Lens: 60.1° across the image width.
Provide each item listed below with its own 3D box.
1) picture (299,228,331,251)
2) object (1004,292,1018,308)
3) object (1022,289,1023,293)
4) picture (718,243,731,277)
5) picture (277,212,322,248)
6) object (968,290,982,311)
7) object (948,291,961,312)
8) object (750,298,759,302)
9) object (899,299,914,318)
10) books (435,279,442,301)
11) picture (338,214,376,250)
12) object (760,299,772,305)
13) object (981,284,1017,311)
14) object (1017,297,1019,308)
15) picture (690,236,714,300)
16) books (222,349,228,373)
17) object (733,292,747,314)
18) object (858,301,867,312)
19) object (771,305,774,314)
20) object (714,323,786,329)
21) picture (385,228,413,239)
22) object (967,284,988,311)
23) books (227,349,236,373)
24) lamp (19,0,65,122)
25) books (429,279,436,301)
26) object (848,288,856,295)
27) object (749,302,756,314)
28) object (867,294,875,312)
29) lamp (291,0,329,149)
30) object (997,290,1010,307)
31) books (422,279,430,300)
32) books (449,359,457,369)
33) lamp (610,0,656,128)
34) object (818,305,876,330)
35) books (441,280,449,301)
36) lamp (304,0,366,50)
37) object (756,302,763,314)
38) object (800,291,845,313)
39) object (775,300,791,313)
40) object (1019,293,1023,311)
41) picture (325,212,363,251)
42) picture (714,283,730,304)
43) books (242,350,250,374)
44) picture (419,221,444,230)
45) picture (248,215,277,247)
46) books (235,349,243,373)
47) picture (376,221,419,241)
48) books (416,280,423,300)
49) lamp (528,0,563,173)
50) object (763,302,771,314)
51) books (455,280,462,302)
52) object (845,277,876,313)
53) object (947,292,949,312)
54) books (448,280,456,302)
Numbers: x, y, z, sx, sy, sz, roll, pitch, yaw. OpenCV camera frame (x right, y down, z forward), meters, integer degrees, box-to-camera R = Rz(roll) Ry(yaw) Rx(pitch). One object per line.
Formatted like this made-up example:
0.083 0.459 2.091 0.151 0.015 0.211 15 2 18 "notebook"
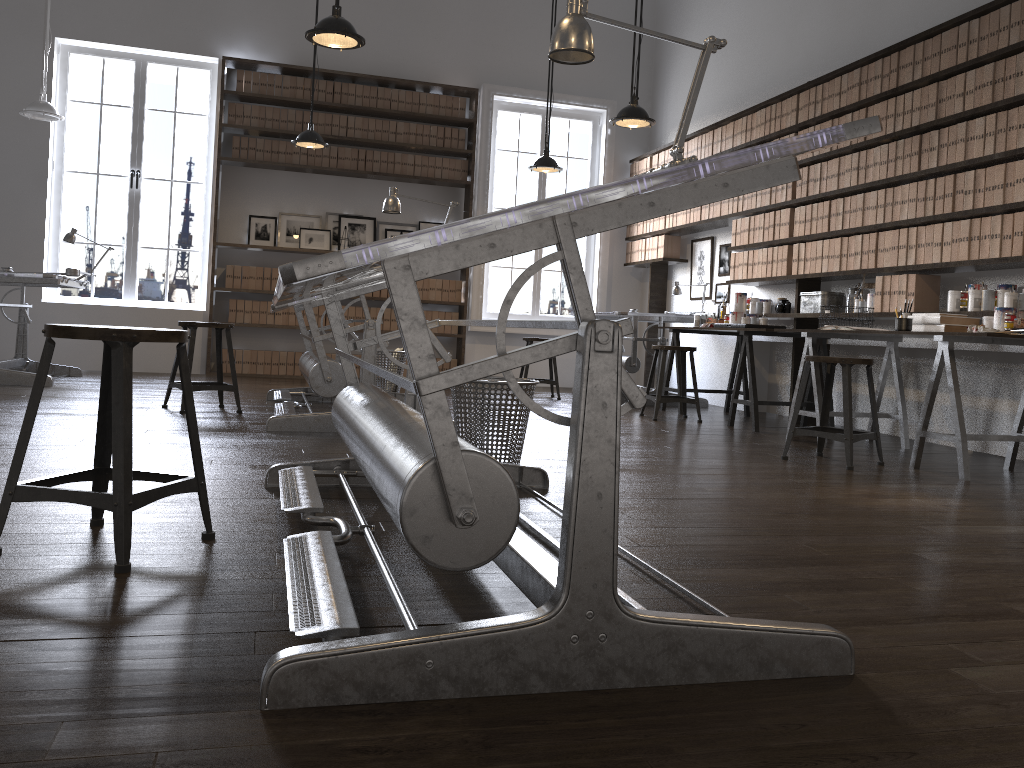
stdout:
-1.937 -1.419 8.717 0.299 0.229 0.145 2 1 -15 "picture"
2.538 -0.416 4.505 0.062 0.095 0.062 3 1 16 "object"
2.687 -0.425 4.574 0.095 0.130 0.094 2 2 -28 "object"
1.888 -1.096 7.838 0.022 0.284 0.202 3 1 -16 "picture"
-2.096 -1.500 8.750 0.415 0.365 0.083 2 1 -15 "picture"
2.482 -0.444 4.745 0.062 0.119 0.062 4 1 43 "object"
2.440 -0.454 4.884 0.062 0.119 0.062 4 1 34 "object"
1.937 -0.621 7.071 0.070 0.130 0.070 3 1 22 "object"
2.273 -0.388 5.111 0.101 0.209 0.101 4 1 29 "object"
-0.764 -0.955 9.051 0.067 0.226 0.175 3 1 -16 "books"
-1.548 -1.490 8.851 0.373 0.391 0.149 3 1 -15 "picture"
2.000 -0.602 6.989 0.094 0.128 0.095 3 1 15 "object"
2.592 -0.453 4.728 0.205 0.162 0.094 2 1 -14 "object"
2.600 -0.406 4.566 0.054 0.081 0.054 2 1 -25 "object"
1.764 -1.068 8.237 0.040 0.574 0.416 3 1 -16 "picture"
-2.774 -0.225 8.518 0.066 0.225 0.175 3 1 -16 "books"
1.839 -0.648 7.151 0.107 0.177 0.107 3 1 -14 "object"
2.317 -0.493 5.687 0.181 0.093 0.062 3 1 -2 "object"
2.010 -0.573 6.904 0.054 0.080 0.054 3 1 12 "object"
1.641 -0.394 6.126 0.312 0.033 0.446 2 3 -16 "object"
-1.143 -1.424 8.973 0.289 0.290 0.127 3 1 -15 "picture"
2.547 -0.462 4.849 0.094 0.162 0.095 3 1 -19 "object"
-2.707 -0.222 8.535 0.066 0.225 0.175 3 1 -16 "books"
-3.558 -3.178 6.811 0.312 2.252 0.311 3 1 -36 "lamp"
-0.828 -0.957 9.035 0.066 0.225 0.175 3 1 -16 "books"
2.314 -0.556 6.000 0.078 0.188 0.079 2 1 -37 "object"
1.895 -0.593 6.946 0.062 0.094 0.062 2 1 -30 "object"
2.299 -0.505 5.607 0.094 0.128 0.095 3 1 -9 "object"
-1.619 -3.107 7.352 0.312 2.252 0.311 3 1 -36 "lamp"
2.580 -0.433 4.650 0.062 0.119 0.062 4 1 43 "object"
-0.889 -0.960 9.020 0.066 0.225 0.175 3 1 -16 "books"
-0.618 -0.145 9.111 0.066 0.225 0.175 3 1 -16 "books"
0.881 -2.896 6.019 0.312 2.252 0.311 3 1 -36 "lamp"
2.053 -0.395 5.436 0.284 0.161 0.204 2 2 -15 "object"
-0.697 -0.953 9.074 0.066 0.225 0.175 3 1 -16 "books"
-0.858 -2.905 4.591 0.313 2.252 0.311 3 0 5 "lamp"
1.928 -0.587 6.884 0.063 0.093 0.063 2 1 -30 "object"
2.167 -0.564 6.203 0.193 0.152 0.317 2 3 -16 "object"
2.012 -0.575 6.615 0.091 0.108 0.171 3 3 -16 "object"
2.601 -0.411 4.481 0.062 0.094 0.063 3 1 16 "object"
-1.682 -1.505 8.868 0.369 0.406 0.091 3 1 -15 "picture"
1.869 -0.804 7.849 0.023 0.183 0.251 3 2 -16 "picture"
-2.569 -0.217 8.571 0.066 0.225 0.175 3 1 -16 "books"
-0.783 -1.481 9.084 0.343 0.364 0.161 3 1 -15 "picture"
-2.444 -1.489 8.674 0.266 0.315 0.058 3 1 -15 "picture"
-2.638 -0.220 8.550 0.067 0.226 0.175 3 1 -16 "books"
-1.164 -1.462 9.009 0.433 0.361 0.095 2 1 -15 "picture"
-0.952 -0.962 8.998 0.067 0.226 0.175 3 1 -16 "books"
0.359 -3.034 7.895 0.312 2.252 0.311 3 1 -36 "lamp"
1.966 -0.582 6.829 0.062 0.094 0.062 2 1 -30 "object"
-0.566 -0.947 9.105 0.067 0.226 0.175 3 1 -16 "books"
2.279 -0.596 5.842 0.156 0.272 0.182 2 1 -31 "object"
2.467 -0.456 4.949 0.063 0.118 0.062 4 1 25 "object"
-0.631 -0.950 9.094 0.066 0.225 0.175 3 1 -16 "books"
